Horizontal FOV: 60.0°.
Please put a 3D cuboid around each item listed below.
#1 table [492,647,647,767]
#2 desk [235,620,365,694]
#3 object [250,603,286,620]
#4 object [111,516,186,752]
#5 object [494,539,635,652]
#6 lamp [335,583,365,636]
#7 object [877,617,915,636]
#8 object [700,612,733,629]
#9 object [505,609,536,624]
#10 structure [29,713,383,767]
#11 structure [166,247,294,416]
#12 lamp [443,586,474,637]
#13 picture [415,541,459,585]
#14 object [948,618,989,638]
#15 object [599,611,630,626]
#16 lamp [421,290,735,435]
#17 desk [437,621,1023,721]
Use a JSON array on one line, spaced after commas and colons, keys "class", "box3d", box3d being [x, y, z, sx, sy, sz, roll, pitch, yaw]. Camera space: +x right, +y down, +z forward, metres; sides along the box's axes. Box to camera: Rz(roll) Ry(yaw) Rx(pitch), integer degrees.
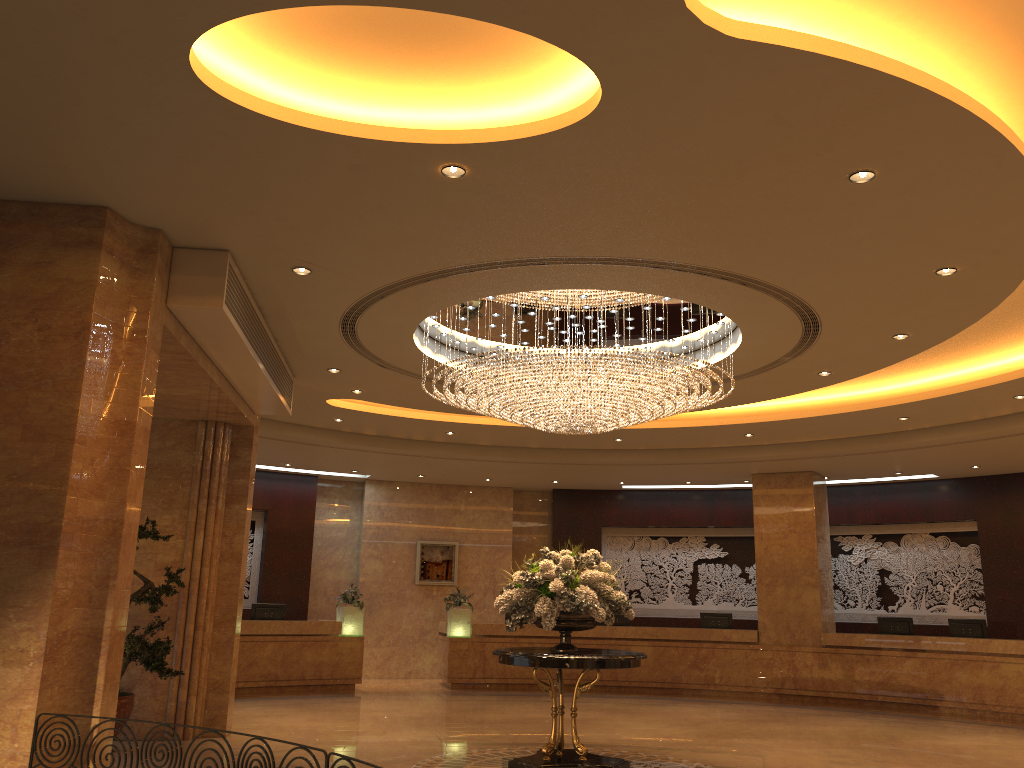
[{"class": "table", "box3d": [0.540, 3.108, 8.440, 1.493, 1.089, 1.493, 4, -14, -12]}, {"class": "desk", "box3d": [-4.845, 4.504, 14.686, 5.227, 1.155, 1.570, 13, -18, -40]}, {"class": "object", "box3d": [-4.396, 4.065, 15.397, 0.918, 0.500, 0.397, 7, -15, -23]}, {"class": "object", "box3d": [-4.013, 2.497, 9.025, 1.250, 2.363, 0.843, 8, -15, -25]}, {"class": "object", "box3d": [0.540, 2.102, 8.718, 1.277, 0.999, 1.318, -5, -15, 24]}, {"class": "lamp", "box3d": [-2.920, 4.039, 15.909, 0.570, 0.923, 0.580, 4, -14, -9]}, {"class": "object", "box3d": [6.590, 4.252, 15.205, 0.430, 0.500, 0.531, 4, -14, -9]}, {"class": "object", "box3d": [3.850, 4.559, 16.692, 0.430, 0.500, 0.531, 11, -17, -33]}, {"class": "object", "box3d": [0.161, 4.579, 17.110, 0.531, 0.500, 0.430, -7, -16, 30]}, {"class": "structure", "box3d": [-1.845, 1.541, 1.354, 3.815, 0.995, 7.624, -2, -14, 12]}, {"class": "structure", "box3d": [-2.675, -0.341, 8.890, 0.425, 0.483, 4.113, 3, -14, -6]}, {"class": "lamp", "box3d": [-1.002, 4.254, 16.594, 0.577, 0.925, 0.542, 2, -14, -4]}, {"class": "picture", "box3d": [-1.565, 3.744, 18.545, 0.875, 0.890, 0.068, 5, -14, -15]}, {"class": "object", "box3d": [7.434, 4.080, 14.434, 0.430, 0.500, 0.531, 2, -14, -3]}, {"class": "object", "box3d": [1.973, 4.615, 17.090, 0.531, 0.500, 0.430, -12, -19, 43]}, {"class": "lamp", "box3d": [0.668, -0.080, 9.239, 3.206, 1.196, 3.204, -7, -16, 30]}, {"class": "desk", "box3d": [4.644, 4.795, 14.989, 12.951, 1.155, 3.466, -6, -16, 28]}]
